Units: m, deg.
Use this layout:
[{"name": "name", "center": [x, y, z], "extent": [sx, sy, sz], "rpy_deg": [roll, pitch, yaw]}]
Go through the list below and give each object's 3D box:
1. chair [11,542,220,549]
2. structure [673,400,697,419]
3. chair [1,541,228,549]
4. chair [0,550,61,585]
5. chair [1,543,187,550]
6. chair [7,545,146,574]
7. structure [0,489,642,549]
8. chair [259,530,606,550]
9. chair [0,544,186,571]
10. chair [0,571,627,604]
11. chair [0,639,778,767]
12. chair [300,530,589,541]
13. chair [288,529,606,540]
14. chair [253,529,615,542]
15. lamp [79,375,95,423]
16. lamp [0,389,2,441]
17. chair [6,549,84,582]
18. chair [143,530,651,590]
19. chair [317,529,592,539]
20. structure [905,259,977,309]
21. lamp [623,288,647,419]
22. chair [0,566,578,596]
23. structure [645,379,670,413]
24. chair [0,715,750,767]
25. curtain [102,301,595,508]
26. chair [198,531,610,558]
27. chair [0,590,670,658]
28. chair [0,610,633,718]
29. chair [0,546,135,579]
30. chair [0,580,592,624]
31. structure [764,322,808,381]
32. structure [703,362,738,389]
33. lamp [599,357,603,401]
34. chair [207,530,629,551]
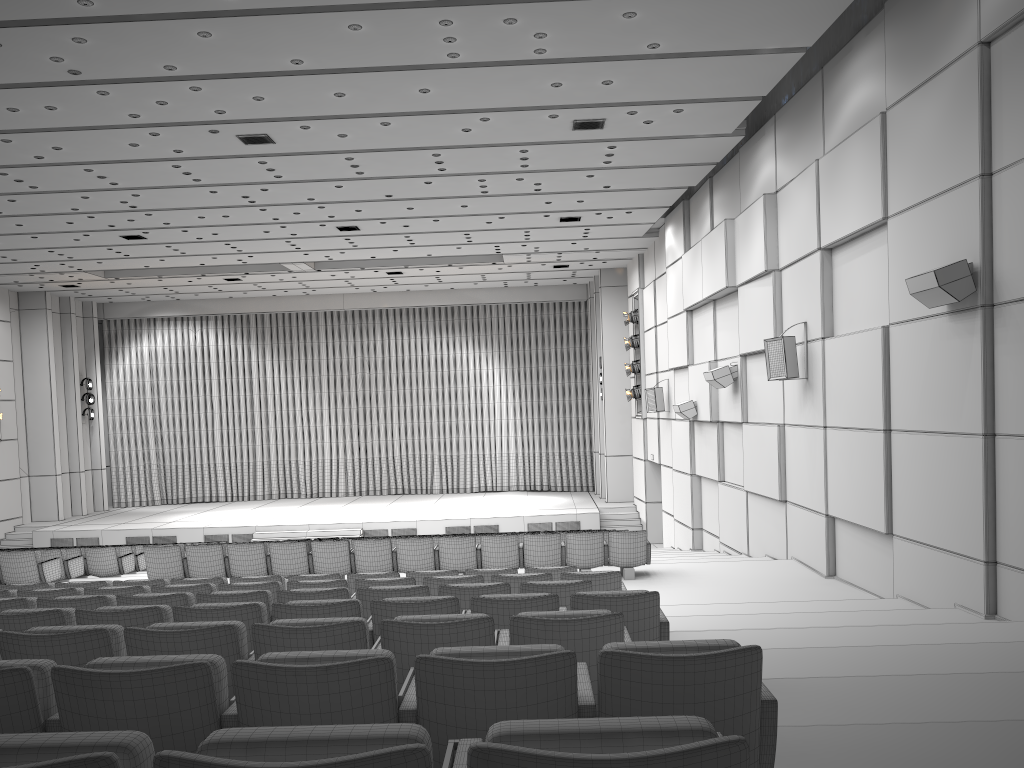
[{"name": "chair", "center": [-9.269, 3.677, 18.501], "extent": [6.600, 0.623, 0.611], "rpy_deg": [-2, 1, 1]}, {"name": "structure", "center": [3.391, 0.469, 17.087], "extent": [0.470, 0.418, 0.519], "rpy_deg": [-2, 0, -1]}, {"name": "chair", "center": [-9.184, 3.854, 19.611], "extent": [6.050, 0.623, 0.611], "rpy_deg": [-2, 1, 1]}, {"name": "chair", "center": [-9.463, 2.602, 11.869], "extent": [6.600, 0.623, 0.611], "rpy_deg": [-2, 1, 1]}, {"name": "chair", "center": [-9.284, 3.497, 17.395], "extent": [6.050, 0.623, 0.611], "rpy_deg": [-2, 1, 1]}, {"name": "chair", "center": [-9.349, 3.139, 15.185], "extent": [6.050, 0.623, 0.611], "rpy_deg": [-2, 1, 1]}, {"name": "structure", "center": [-5.036, 4.120, 26.253], "extent": [17.820, 0.847, 8.307], "rpy_deg": [-2, -2, 1]}, {"name": "chair", "center": [-1.381, 2.846, 14.976], "extent": [6.050, 0.623, 0.611], "rpy_deg": [-2, 1, 1]}, {"name": "chair", "center": [-9.334, 3.319, 16.290], "extent": [6.600, 0.623, 0.611], "rpy_deg": [-2, 1, 1]}, {"name": "chair", "center": [-5.924, 2.054, 7.446], "extent": [13.751, 0.623, 0.611], "rpy_deg": [-2, 1, 1]}, {"name": "chair", "center": [-6.053, 1.337, 3.025], "extent": [13.751, 0.623, 0.611], "rpy_deg": [-2, 1, 1]}, {"name": "chair", "center": [-1.316, 3.204, 17.186], "extent": [6.050, 0.623, 0.611], "rpy_deg": [-2, 1, 1]}, {"name": "chair", "center": [-1.301, 3.384, 18.292], "extent": [6.600, 0.623, 0.611], "rpy_deg": [-2, 1, 1]}, {"name": "chair", "center": [-1.366, 3.025, 16.082], "extent": [6.600, 0.623, 0.611], "rpy_deg": [-2, 1, 1]}, {"name": "lamp", "center": [-13.085, 0.467, 27.203], "extent": [0.437, 1.481, 0.384], "rpy_deg": [-2, 2, 6]}, {"name": "lamp", "center": [-14.020, -0.123, 23.431], "extent": [0.746, 3.348, 1.017], "rpy_deg": [-2, 2, 2]}, {"name": "chair", "center": [-9.414, 2.781, 12.974], "extent": [6.050, 0.623, 0.611], "rpy_deg": [-2, 1, 1]}, {"name": "chair", "center": [-1.495, 2.309, 11.661], "extent": [6.601, 0.623, 0.611], "rpy_deg": [-2, 1, 1]}, {"name": "chair", "center": [-1.216, 3.561, 19.402], "extent": [6.050, 0.623, 0.611], "rpy_deg": [-2, 1, 1]}, {"name": "structure", "center": [3.794, -0.897, 7.740], "extent": [0.470, 0.418, 0.519], "rpy_deg": [-2, 0, -2]}, {"name": "lamp", "center": [3.292, -0.760, 22.998], "extent": [0.755, 3.348, 1.019], "rpy_deg": [-2, 2, -3]}, {"name": "chair", "center": [-5.918, 2.234, 8.552], "extent": [13.201, 0.623, 0.611], "rpy_deg": [-2, 1, 1]}, {"name": "structure", "center": [3.268, 0.268, 19.843], "extent": [0.409, 0.746, 0.409], "rpy_deg": [-3, 2, -41]}, {"name": "chair", "center": [-6.113, 1.159, 1.920], "extent": [13.201, 0.623, 0.611], "rpy_deg": [-2, 1, 1]}, {"name": "curtain", "center": [-5.138, 0.515, 29.229], "extent": [16.131, 6.535, 1.426], "rpy_deg": [-2, 2, 1]}, {"name": "chair", "center": [-1.446, 2.487, 12.765], "extent": [6.050, 0.623, 0.611], "rpy_deg": [-2, 1, 1]}, {"name": "chair", "center": [-5.988, 1.695, 5.235], "extent": [13.751, 0.623, 0.611], "rpy_deg": [-2, 1, 1]}, {"name": "chair", "center": [-6.048, 1.517, 4.131], "extent": [13.201, 0.623, 0.611], "rpy_deg": [-2, 1, 1]}, {"name": "chair", "center": [-9.399, 2.961, 14.080], "extent": [6.600, 0.623, 0.611], "rpy_deg": [-2, 1, 1]}, {"name": "chair", "center": [-5.983, 1.875, 6.341], "extent": [13.201, 0.623, 0.611], "rpy_deg": [-2, 1, 1]}, {"name": "structure", "center": [3.549, -0.419, 11.438], "extent": [0.409, 0.746, 0.409], "rpy_deg": [-3, 2, -41]}, {"name": "structure", "center": [3.441, -0.139, 14.533], "extent": [0.470, 0.418, 0.519], "rpy_deg": [-2, 0, -3]}, {"name": "lamp", "center": [2.732, -0.148, 25.594], "extent": [0.436, 1.481, 0.384], "rpy_deg": [-2, 2, -3]}, {"name": "chair", "center": [-1.431, 2.667, 13.871], "extent": [6.600, 0.623, 0.611], "rpy_deg": [-2, 1, 1]}]
